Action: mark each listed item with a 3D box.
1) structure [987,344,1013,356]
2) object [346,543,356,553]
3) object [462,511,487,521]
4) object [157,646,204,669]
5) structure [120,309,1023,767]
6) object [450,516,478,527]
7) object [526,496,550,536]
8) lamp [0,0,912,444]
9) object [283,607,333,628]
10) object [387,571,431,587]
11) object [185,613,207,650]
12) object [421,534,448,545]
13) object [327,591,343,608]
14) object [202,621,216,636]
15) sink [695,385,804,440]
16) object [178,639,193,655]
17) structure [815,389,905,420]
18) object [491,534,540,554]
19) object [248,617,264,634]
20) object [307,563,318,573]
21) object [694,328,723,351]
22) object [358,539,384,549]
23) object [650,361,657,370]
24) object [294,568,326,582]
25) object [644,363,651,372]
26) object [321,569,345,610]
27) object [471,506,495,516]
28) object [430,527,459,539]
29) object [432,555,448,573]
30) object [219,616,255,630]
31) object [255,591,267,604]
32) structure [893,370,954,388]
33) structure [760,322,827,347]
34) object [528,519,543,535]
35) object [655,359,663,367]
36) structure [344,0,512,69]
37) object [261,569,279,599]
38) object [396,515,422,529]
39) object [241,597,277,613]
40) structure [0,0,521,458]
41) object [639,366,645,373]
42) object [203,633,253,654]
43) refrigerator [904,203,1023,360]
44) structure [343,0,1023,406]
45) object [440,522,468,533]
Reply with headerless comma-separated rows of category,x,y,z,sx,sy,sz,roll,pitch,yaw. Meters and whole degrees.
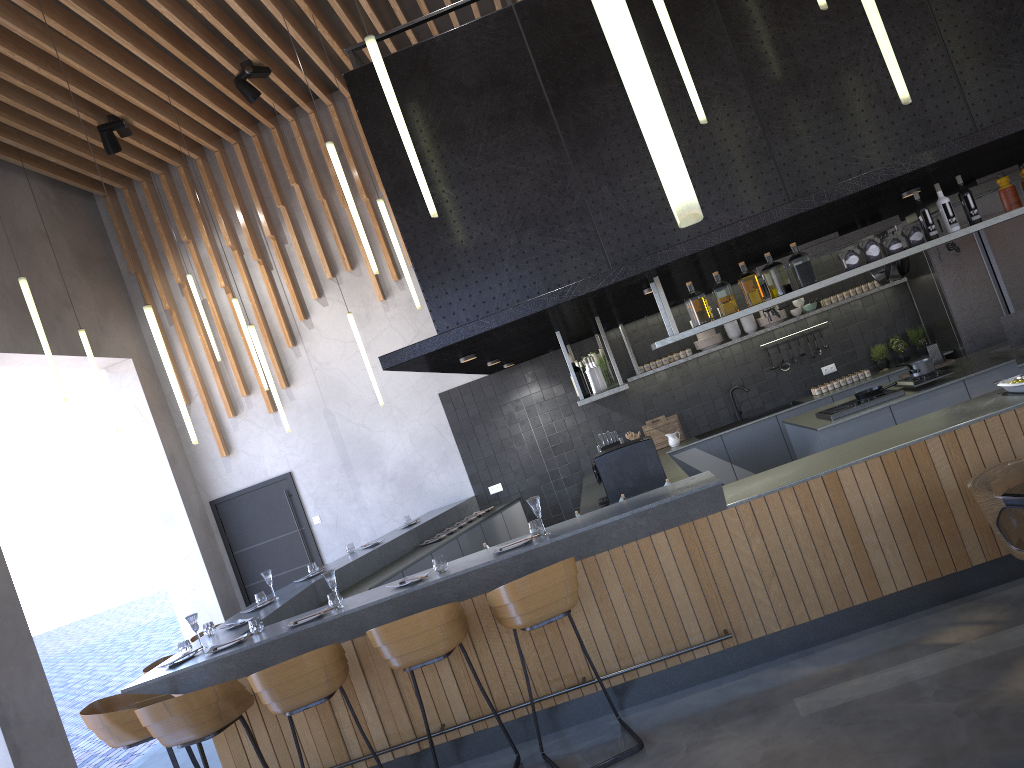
structure,4.226,-0.360,7.141,0.599,0.060,0.510,-20,-2,5
object,-1.532,1.561,8.415,0.086,0.086,0.086,-19,-2,-23
object,-0.389,1.391,9.315,0.294,0.025,0.170,-21,-2,21
object,-2.026,1.691,5.483,0.170,0.025,0.294,-21,-2,31
structure,2.250,0.612,7.215,8.945,1.400,4.889,-20,-2,5
object,-0.475,1.417,9.124,0.294,0.025,0.170,-21,-2,21
object,0.158,0.774,5.187,0.082,0.227,0.082,-21,-2,40
lamp,-1.153,-5.014,5.262,8.975,10.231,8.774,-20,-2,3
object,-1.188,1.377,5.227,0.294,0.025,0.170,-20,-2,3
object,-0.589,1.158,5.232,0.294,0.025,0.170,-22,-2,42
object,-2.010,1.582,5.660,0.082,0.227,0.082,-19,-2,-23
object,-0.736,1.495,8.501,0.294,0.025,0.170,-21,-2,21
object,-1.069,1.304,5.361,0.086,0.086,0.086,-20,-2,5
object,-2.113,1.710,6.189,0.086,0.086,0.086,-20,-2,-19
sink,2.431,0.281,9.297,1.111,0.547,0.498,-20,-2,5
object,-2.088,1.686,5.666,0.086,0.086,0.086,-21,-2,32
structure,2.837,0.153,7.273,0.599,0.060,0.510,-20,-2,5
object,0.025,0.930,5.152,0.294,0.025,0.170,-20,-2,3
object,-1.583,1.496,5.489,0.086,0.086,0.086,-21,-2,26
object,-1.750,1.623,7.792,0.086,0.086,0.086,-19,-2,-35
object,2.076,-0.472,9.394,0.304,0.195,0.300,-21,-2,17
object,-1.345,1.525,8.406,0.294,0.025,0.170,-22,-2,43
object,1.493,-0.199,9.390,0.062,0.078,0.062,-20,-2,0
object,-1.711,1.637,7.606,0.170,0.025,0.294,-21,-2,31
object,1.431,-0.176,9.396,0.062,0.078,0.062,-20,-2,0
object,-1.054,1.220,5.263,0.082,0.227,0.082,-21,-2,40
object,-0.305,1.365,9.506,0.294,0.025,0.170,-21,-2,21
object,-0.641,1.466,8.708,0.294,0.025,0.170,-21,-2,21
object,-0.424,1.064,5.228,0.086,0.086,0.086,-20,-2,-20
object,-1.927,1.675,6.180,0.294,0.025,0.170,-22,-2,43
object,-1.968,1.679,6.951,0.086,0.086,0.086,-21,-2,32
structure,3.336,-0.055,7.223,0.317,0.060,0.502,-20,-2,5
structure,3.012,-0.531,9.484,0.743,0.018,0.074,-20,-2,5
object,0.143,0.858,5.286,0.086,0.086,0.086,-20,-2,5
object,1.555,-0.222,9.384,0.062,0.078,0.062,-20,-2,0
structure,1.397,-0.731,4.493,11.718,4.117,9.054,-20,-2,5
object,-1.890,1.575,6.945,0.082,0.227,0.082,-19,-2,-23
object,-1.080,1.416,9.140,0.269,0.086,0.319,-21,-2,31
object,-1.906,1.684,6.768,0.170,0.025,0.294,-21,-2,31
structure,0.734,-1.306,4.656,10.399,5.894,10.127,-20,-2,5
object,1.367,-0.152,9.402,0.062,0.078,0.062,-20,-2,10
object,-1.704,1.570,5.361,0.294,0.025,0.170,-20,-2,-2
refrigerator,4.908,-0.647,8.920,1.131,2.027,0.803,-20,-2,5
structure,3.331,-2.124,7.005,8.600,2.382,4.958,-20,-2,5
object,-0.563,1.443,8.917,0.294,0.025,0.170,-21,-2,21
